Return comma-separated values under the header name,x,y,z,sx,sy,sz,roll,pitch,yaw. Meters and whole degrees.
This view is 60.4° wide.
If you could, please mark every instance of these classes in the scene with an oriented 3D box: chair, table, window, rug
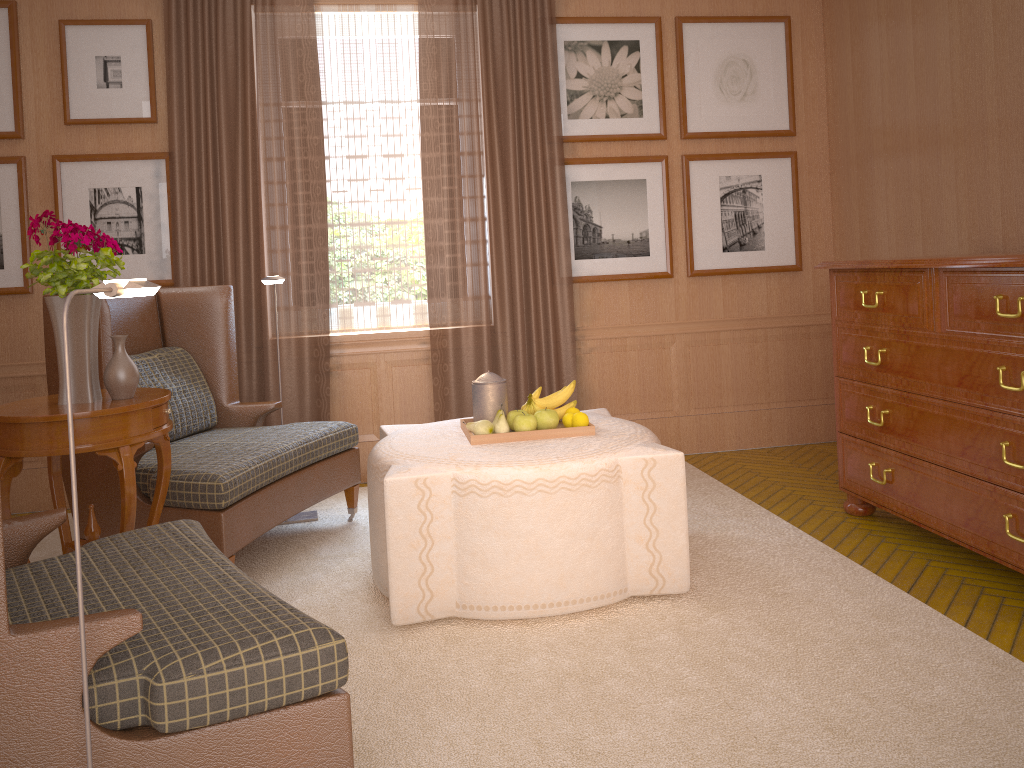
name,x,y,z,sx,sy,sz,roll,pitch,yaw
chair,-1.806,0.674,3.294,1.728,1.969,1.912,-5,5,-34
table,-2.394,0.778,4.998,0.925,1.369,1.044,-3,3,-1
window,-1.390,-2.166,8.912,2.436,3.374,0.848,-3,1,-9
rug,-0.623,1.463,4.406,6.000,0.020,8.011,-4,8,-9
chair,-2.345,0.269,6.522,1.718,1.969,1.924,-2,4,16

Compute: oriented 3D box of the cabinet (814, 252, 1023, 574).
name,x,y,z,sx,sy,sz,roll,pitch,yaw
cabinet,3.311,0.142,5.610,1.417,1.936,2.784,-3,5,-9

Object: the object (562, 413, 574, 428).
name,x,y,z,sx,sy,sz,roll,pitch,yaw
object,0.388,0.245,5.801,0.111,0.110,0.134,-3,5,-6

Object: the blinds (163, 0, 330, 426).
name,x,y,z,sx,sy,sz,roll,pitch,yaw
blinds,-2.429,-1.349,8.208,1.430,4.792,0.266,-3,1,-8

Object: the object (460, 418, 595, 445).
name,x,y,z,sx,sy,sz,roll,pitch,yaw
object,0.086,0.287,5.880,0.801,0.059,0.643,-4,8,-9

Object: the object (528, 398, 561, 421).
name,x,y,z,sx,sy,sz,roll,pitch,yaw
object,0.255,0.169,5.998,0.388,0.199,0.062,-9,5,-44

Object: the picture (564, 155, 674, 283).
name,x,y,z,sx,sy,sz,roll,pitch,yaw
picture,0.998,-1.661,8.871,1.251,1.247,0.048,-4,1,-9

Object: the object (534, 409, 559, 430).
name,x,y,z,sx,sy,sz,roll,pitch,yaw
object,0.222,0.239,5.741,0.169,0.147,0.173,1,6,37

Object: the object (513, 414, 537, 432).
name,x,y,z,sx,sy,sz,roll,pitch,yaw
object,0.084,0.262,5.656,0.155,0.134,0.160,-3,5,-5

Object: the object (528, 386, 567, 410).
name,x,y,z,sx,sy,sz,roll,pitch,yaw
object,0.238,0.122,6.015,0.378,0.171,0.065,-9,5,-42

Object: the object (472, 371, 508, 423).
name,x,y,z,sx,sy,sz,roll,pitch,yaw
object,-0.147,0.105,5.918,0.235,0.391,0.234,-5,3,-42

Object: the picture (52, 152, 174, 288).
name,x,y,z,sx,sy,sz,roll,pitch,yaw
picture,-3.645,-1.500,8.119,1.050,1.247,0.048,-3,1,-9

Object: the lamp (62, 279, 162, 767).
name,x,y,z,sx,sy,sz,roll,pitch,yaw
lamp,-1.332,0.671,2.922,0.566,2.028,0.629,-4,2,-38

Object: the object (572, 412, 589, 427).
name,x,y,z,sx,sy,sz,roll,pitch,yaw
object,0.445,0.247,5.723,0.114,0.133,0.108,0,4,38

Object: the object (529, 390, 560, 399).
name,x,y,z,sx,sy,sz,roll,pitch,yaw
object,0.222,0.100,6.061,0.091,0.128,0.411,0,7,39

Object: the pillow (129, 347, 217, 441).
name,x,y,z,sx,sy,sz,roll,pitch,yaw
pillow,-2.772,0.113,6.643,0.537,0.705,1.083,-2,6,16

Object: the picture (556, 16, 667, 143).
name,x,y,z,sx,sy,sz,roll,pitch,yaw
picture,0.927,-3.064,8.855,1.251,1.247,0.048,-4,1,-9

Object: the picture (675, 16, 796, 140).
name,x,y,z,sx,sy,sz,roll,pitch,yaw
picture,2.313,-3.165,9.079,1.251,1.247,0.048,-4,1,-9

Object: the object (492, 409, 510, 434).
name,x,y,z,sx,sy,sz,roll,pitch,yaw
object,-0.080,0.260,5.717,0.130,0.196,0.131,-1,3,27

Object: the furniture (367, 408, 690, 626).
name,x,y,z,sx,sy,sz,roll,pitch,yaw
furniture,0.031,0.771,5.870,1.952,0.897,1.963,-4,7,-12

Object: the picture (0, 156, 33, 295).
name,x,y,z,sx,sy,sz,roll,pitch,yaw
picture,-5.007,-1.401,7.899,1.251,1.247,0.048,-4,1,-9

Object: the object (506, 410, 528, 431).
name,x,y,z,sx,sy,sz,roll,pitch,yaw
object,0.041,0.242,5.822,0.155,0.134,0.160,-3,5,-5

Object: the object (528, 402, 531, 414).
name,x,y,z,sx,sy,sz,roll,pitch,yaw
object,0.173,0.173,6.046,0.061,0.181,0.397,-2,6,20

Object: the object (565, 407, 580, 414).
name,x,y,z,sx,sy,sz,roll,pitch,yaw
object,0.412,0.223,5.955,0.114,0.133,0.108,0,4,38

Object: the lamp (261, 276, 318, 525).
name,x,y,z,sx,sy,sz,roll,pitch,yaw
lamp,-1.867,0.123,7.233,0.628,2.023,0.566,-2,2,43

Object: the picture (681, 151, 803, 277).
name,x,y,z,sx,sy,sz,roll,pitch,yaw
picture,2.384,-1.761,9.096,1.251,1.247,0.048,-4,1,-9

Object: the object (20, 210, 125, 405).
name,x,y,z,sx,sy,sz,roll,pitch,yaw
object,-2.437,-0.447,4.963,0.525,1.087,0.457,-3,2,-11

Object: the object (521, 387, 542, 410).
name,x,y,z,sx,sy,sz,roll,pitch,yaw
object,0.121,0.123,6.048,0.104,0.158,0.379,-2,7,15

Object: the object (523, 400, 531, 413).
name,x,y,z,sx,sy,sz,roll,pitch,yaw
object,0.109,0.176,6.049,0.071,0.185,0.395,-3,6,5

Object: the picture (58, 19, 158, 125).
name,x,y,z,sx,sy,sz,roll,pitch,yaw
picture,-3.714,-2.872,8.103,0.805,0.956,0.048,-3,1,-9

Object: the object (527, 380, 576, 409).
name,x,y,z,sx,sy,sz,roll,pitch,yaw
object,0.288,0.080,5.971,0.406,0.169,0.071,-7,4,-32

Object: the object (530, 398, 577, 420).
name,x,y,z,sx,sy,sz,roll,pitch,yaw
object,0.296,0.159,5.959,0.398,0.172,0.072,-7,4,-33

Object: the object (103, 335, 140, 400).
name,x,y,z,sx,sy,sz,roll,pitch,yaw
object,-2.216,-0.095,4.990,0.185,0.357,0.187,-2,2,24

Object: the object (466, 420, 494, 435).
name,x,y,z,sx,sy,sz,roll,pitch,yaw
object,-0.208,0.293,5.611,0.194,0.128,0.134,-2,4,11

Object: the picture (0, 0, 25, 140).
name,x,y,z,sx,sy,sz,roll,pitch,yaw
picture,-5.079,-2.804,7.882,1.251,1.247,0.048,-4,1,-9

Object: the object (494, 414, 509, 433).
name,x,y,z,sx,sy,sz,roll,pitch,yaw
object,-0.067,0.261,5.600,0.098,0.148,0.098,-1,3,27

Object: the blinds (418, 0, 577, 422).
name,x,y,z,sx,sy,sz,roll,pitch,yaw
blinds,-0.139,-1.520,8.580,1.449,4.782,0.267,-3,1,-10
